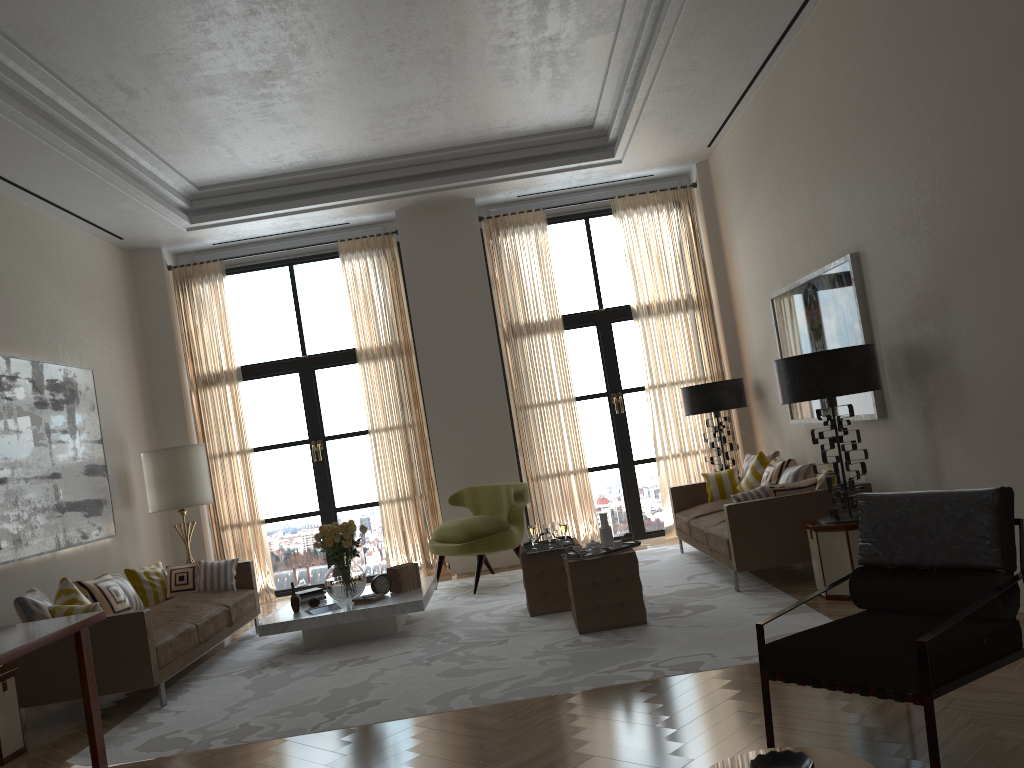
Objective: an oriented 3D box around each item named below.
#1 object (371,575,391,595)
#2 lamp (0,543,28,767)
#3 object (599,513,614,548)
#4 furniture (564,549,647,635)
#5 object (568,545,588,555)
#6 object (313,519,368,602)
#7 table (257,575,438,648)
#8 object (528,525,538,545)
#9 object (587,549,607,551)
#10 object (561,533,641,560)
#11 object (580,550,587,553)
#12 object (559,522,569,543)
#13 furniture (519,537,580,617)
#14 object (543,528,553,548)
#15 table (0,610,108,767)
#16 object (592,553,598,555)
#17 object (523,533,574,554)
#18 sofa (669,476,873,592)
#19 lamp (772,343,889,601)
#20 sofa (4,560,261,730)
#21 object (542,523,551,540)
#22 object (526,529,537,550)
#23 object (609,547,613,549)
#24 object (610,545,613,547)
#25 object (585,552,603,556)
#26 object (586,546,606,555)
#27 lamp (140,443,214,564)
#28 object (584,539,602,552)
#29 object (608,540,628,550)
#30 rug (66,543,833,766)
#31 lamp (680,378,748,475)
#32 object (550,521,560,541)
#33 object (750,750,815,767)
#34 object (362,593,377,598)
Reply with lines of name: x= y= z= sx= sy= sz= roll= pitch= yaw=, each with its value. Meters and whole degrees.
object: x=-1.334 y=2.049 z=9.024 sx=0.204 sy=0.209 sz=0.082 roll=-7 pitch=-3 yaw=-39
lamp: x=-4.085 y=1.638 z=6.432 sx=0.766 sy=2.252 sz=0.769 roll=-8 pitch=-2 yaw=-34
object: x=0.830 y=1.304 z=7.898 sx=0.113 sy=0.305 sz=0.125 roll=-10 pitch=-2 yaw=37
furniture: x=0.802 y=1.772 z=7.714 sx=0.613 sy=0.615 sz=0.614 roll=-9 pitch=-3 yaw=0
object: x=0.571 y=1.438 z=7.685 sx=0.175 sy=0.067 sz=0.176 roll=-8 pitch=-4 yaw=-25
object: x=-1.708 y=1.814 z=9.085 sx=0.539 sy=0.821 sz=0.628 roll=-9 pitch=-2 yaw=-5
table: x=-1.599 y=2.376 z=9.126 sx=1.584 sy=0.343 sz=1.502 roll=-9 pitch=-3 yaw=0
object: x=0.224 y=1.527 z=8.967 sx=0.098 sy=0.191 sz=0.098 roll=-8 pitch=-2 yaw=-18
object: x=0.732 y=1.432 z=7.659 sx=0.186 sy=0.026 sz=0.041 roll=-9 pitch=-3 yaw=8
object: x=0.774 y=1.414 z=7.722 sx=0.719 sy=0.101 sz=0.442 roll=-6 pitch=-4 yaw=-37
object: x=0.610 y=1.448 z=7.630 sx=0.080 sy=0.027 sz=0.052 roll=-6 pitch=-4 yaw=-43
object: x=0.522 y=1.467 z=8.747 sx=0.098 sy=0.191 sz=0.098 roll=-10 pitch=-2 yaw=25
furniture: x=0.413 y=1.895 z=8.742 sx=0.613 sy=0.615 sz=0.614 roll=-9 pitch=-3 yaw=0
object: x=0.355 y=1.476 z=8.465 sx=0.098 sy=0.191 sz=0.098 roll=-9 pitch=-2 yaw=-1
table: x=-3.515 y=2.035 z=3.969 sx=1.800 sy=1.026 sz=3.805 roll=-9 pitch=-3 yaw=0
object: x=0.701 y=1.437 z=7.461 sx=0.053 sy=0.025 sz=0.049 roll=-9 pitch=-3 yaw=1
object: x=0.353 y=1.553 z=8.749 sx=0.491 sy=0.092 sz=0.803 roll=-9 pitch=-3 yaw=0
sofa: x=2.648 y=1.491 z=9.496 sx=1.351 sy=0.819 sz=2.983 roll=-9 pitch=-3 yaw=0
lamp: x=2.776 y=0.731 z=7.434 sx=0.829 sy=2.016 sz=0.830 roll=-9 pitch=-2 yaw=0
sofa: x=-3.528 y=2.413 z=8.568 sx=1.351 sy=0.819 sz=2.983 roll=-9 pitch=-3 yaw=0
object: x=0.360 y=1.502 z=8.895 sx=0.098 sy=0.191 sz=0.098 roll=-9 pitch=-2 yaw=-1
object: x=0.199 y=1.511 z=8.621 sx=0.098 sy=0.191 sz=0.098 roll=-10 pitch=-2 yaw=25
object: x=0.905 y=1.427 z=7.776 sx=0.041 sy=0.015 sz=0.187 roll=-12 pitch=-4 yaw=41
object: x=0.881 y=1.430 z=7.802 sx=0.053 sy=0.025 sz=0.049 roll=-7 pitch=-4 yaw=-34
object: x=0.697 y=1.441 z=7.496 sx=0.187 sy=0.015 sz=0.041 roll=-8 pitch=-3 yaw=-14
object: x=0.715 y=1.420 z=7.560 sx=0.176 sy=0.067 sz=0.176 roll=-9 pitch=-3 yaw=1
lamp: x=-4.077 y=1.917 z=11.092 sx=0.766 sy=2.252 sz=0.770 roll=-8 pitch=-2 yaw=-37
object: x=0.713 y=1.417 z=7.805 sx=0.176 sy=0.105 sz=0.136 roll=-9 pitch=-3 yaw=-4
object: x=0.920 y=1.398 z=7.713 sx=0.176 sy=0.067 sz=0.176 roll=-9 pitch=-3 yaw=-1
rug: x=-0.332 y=2.289 z=8.718 sx=5.517 sy=0.065 sz=5.738 roll=-9 pitch=-3 yaw=0
lamp: x=2.790 y=0.983 z=11.663 sx=0.830 sy=2.016 sz=0.830 roll=-9 pitch=-2 yaw=4
object: x=0.451 y=1.494 z=9.005 sx=0.098 sy=0.191 sz=0.098 roll=-7 pitch=-3 yaw=-43
object: x=0.839 y=1.200 z=2.746 sx=0.193 sy=0.064 sz=0.193 roll=-10 pitch=-3 yaw=22
object: x=-1.416 y=2.097 z=8.793 sx=0.138 sy=0.019 sz=0.137 roll=-8 pitch=-4 yaw=-16
